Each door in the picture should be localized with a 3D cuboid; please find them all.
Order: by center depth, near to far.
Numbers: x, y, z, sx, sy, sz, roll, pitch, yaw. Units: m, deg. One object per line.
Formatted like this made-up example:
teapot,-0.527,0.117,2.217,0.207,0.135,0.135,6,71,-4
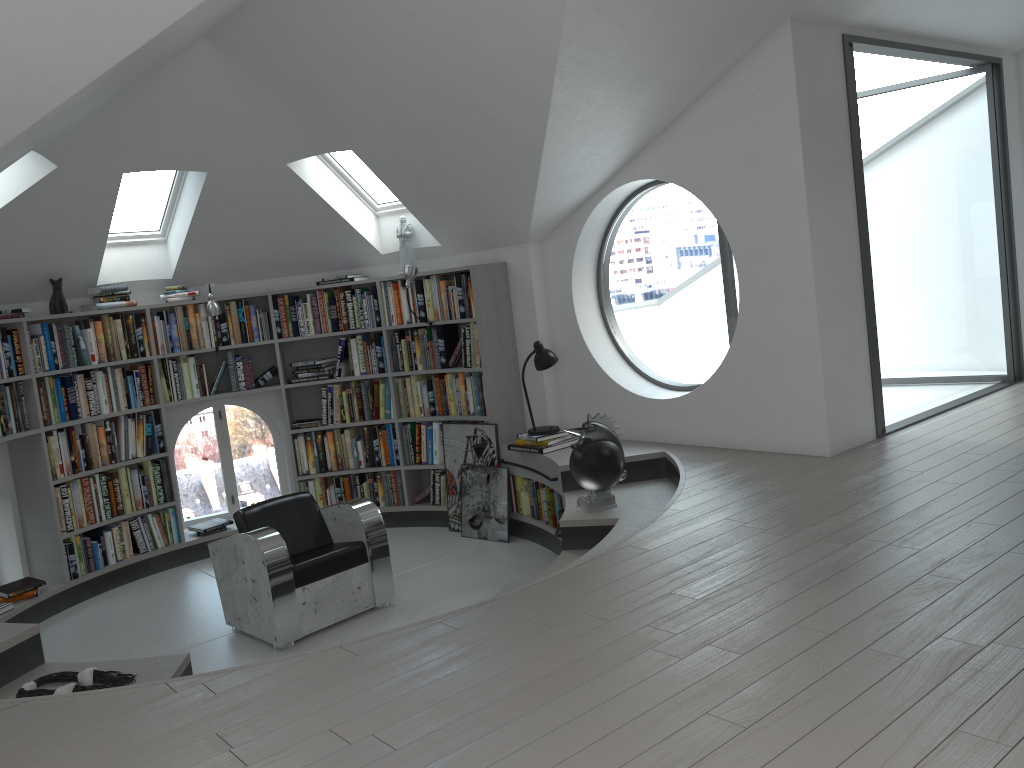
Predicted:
door,1.816,-0.869,5.779,0.080,2.341,1.051,-11,6,-38
door,3.230,-1.169,6.899,1.050,2.341,0.080,-3,6,36

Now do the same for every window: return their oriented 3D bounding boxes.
window,1.144,-0.682,6.118,0.104,1.466,1.470,-11,7,-38
window,-2.462,-1.418,6.199,4.066,0.711,1.932,-12,8,-38
window,-3.131,0.820,6.724,0.616,1.148,3.242,-3,7,37

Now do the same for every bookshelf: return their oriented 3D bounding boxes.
bookshelf,-2.249,0.331,6.347,4.345,1.875,2.108,-12,8,-38

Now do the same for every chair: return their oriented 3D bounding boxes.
chair,-1.303,1.088,5.467,0.825,0.718,0.741,-12,8,-44

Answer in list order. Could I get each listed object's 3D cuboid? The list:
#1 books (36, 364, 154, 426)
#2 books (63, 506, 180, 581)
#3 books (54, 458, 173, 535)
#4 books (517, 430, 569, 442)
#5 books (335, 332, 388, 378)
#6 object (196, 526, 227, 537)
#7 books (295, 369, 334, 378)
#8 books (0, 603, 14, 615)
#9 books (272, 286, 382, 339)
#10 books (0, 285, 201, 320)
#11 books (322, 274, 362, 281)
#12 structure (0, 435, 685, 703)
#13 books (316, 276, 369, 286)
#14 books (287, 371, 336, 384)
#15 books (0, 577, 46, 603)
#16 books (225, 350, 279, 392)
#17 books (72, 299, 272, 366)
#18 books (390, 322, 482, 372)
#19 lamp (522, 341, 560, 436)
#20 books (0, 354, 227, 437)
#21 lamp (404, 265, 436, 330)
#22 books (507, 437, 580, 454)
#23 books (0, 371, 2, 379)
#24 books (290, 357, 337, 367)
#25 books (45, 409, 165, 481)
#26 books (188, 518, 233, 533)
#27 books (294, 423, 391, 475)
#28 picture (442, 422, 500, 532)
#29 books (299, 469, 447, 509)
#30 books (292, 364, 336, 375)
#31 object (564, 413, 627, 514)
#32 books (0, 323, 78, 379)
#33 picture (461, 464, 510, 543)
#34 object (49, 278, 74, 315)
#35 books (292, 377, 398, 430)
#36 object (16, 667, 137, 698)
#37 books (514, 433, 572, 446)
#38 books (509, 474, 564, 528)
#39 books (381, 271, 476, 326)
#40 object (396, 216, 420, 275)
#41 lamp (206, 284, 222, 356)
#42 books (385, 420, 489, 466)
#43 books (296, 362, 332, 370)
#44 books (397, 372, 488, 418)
books,-3.173,0.067,6.638,0.300,0.358,1.032,-3,8,37
books,-3.004,1.181,6.704,0.287,0.305,1.022,-3,8,36
books,-3.041,0.820,6.690,0.292,0.356,1.035,-3,8,36
books,0.221,0.365,6.363,0.270,0.031,0.286,-10,7,-28
books,-1.209,-0.258,7.381,0.553,0.350,0.256,-6,6,8
object,-2.463,1.187,7.256,0.227,0.036,0.214,-9,7,-22
books,-1.655,-0.093,7.459,0.286,0.031,0.270,-7,7,-4
books,-3.488,1.488,5.670,0.387,0.042,0.367,-5,7,18
books,-1.518,-0.610,7.353,0.969,0.366,0.307,-6,6,5
books,-3.280,-0.542,5.998,0.747,0.173,2.824,-4,7,22
books,-1.410,-0.884,7.378,0.247,0.027,0.234,-4,7,24
structure,-1.289,1.106,5.342,4.707,0.691,4.724,-6,7,6
books,-1.407,-0.856,7.380,0.336,0.036,0.317,-5,7,14
books,-1.651,-0.060,7.461,0.388,0.042,0.366,-7,7,1
books,-3.343,1.405,6.012,0.319,0.099,0.291,-12,8,-37
books,-2.132,-0.135,7.316,0.399,0.340,0.224,-9,6,-19
books,-2.684,-0.428,7.012,1.569,0.366,0.394,-11,7,-33
books,-0.533,-0.302,7.055,1.051,0.357,0.280,-2,7,37
lamp,0.211,0.020,6.351,0.323,0.658,0.234,-9,6,-23
books,-3.138,0.101,6.366,0.590,0.370,2.538,-3,8,32
lamp,-0.695,-0.663,6.837,0.112,0.524,0.276,-2,7,42
books,0.229,0.433,6.369,0.366,0.042,0.388,-12,8,-38
books,-3.580,-0.156,5.588,0.269,0.372,0.795,-6,6,5
books,-1.667,-0.186,7.451,0.285,0.031,0.270,-3,8,31
books,-3.094,0.441,6.645,0.297,0.350,1.001,-3,7,35
books,-2.467,1.157,7.253,0.253,0.029,0.269,-1,9,41
books,-1.398,0.529,7.449,0.872,0.350,0.273,-7,6,3
picture,-0.304,0.730,6.838,0.578,0.861,0.091,-2,7,41
books,-1.081,0.865,7.402,1.496,0.310,0.361,-5,6,13
books,-1.659,-0.123,7.456,0.285,0.031,0.270,-6,7,11
object,0.498,0.448,5.215,0.320,0.561,0.321,-5,6,24
books,-3.423,-0.240,6.249,0.264,0.345,0.685,-4,7,28
picture,-0.206,0.897,6.685,0.489,0.554,0.107,-2,7,41
object,-3.294,-0.636,6.447,0.147,0.264,0.202,-12,7,-42
books,-1.360,0.144,7.400,0.973,0.351,0.252,-6,5,4
object,-1.708,1.183,3.466,0.472,0.082,0.219,-5,7,14
books,0.225,0.397,6.366,0.304,0.034,0.287,-1,9,41
books,0.275,0.829,6.318,0.273,0.297,1.148,-9,7,-24
books,-0.587,-0.682,7.030,1.013,0.361,0.294,-3,7,33
object,-0.853,-1.112,7.107,0.179,0.471,0.179,-10,6,-30
lamp,-2.353,-0.495,6.937,0.113,0.565,0.358,-10,6,-32
books,-0.497,0.457,7.149,1.183,0.358,0.305,-3,7,32
books,-1.663,-0.154,7.453,0.226,0.036,0.214,-6,7,11
books,-0.478,0.076,7.089,1.020,0.347,0.276,-2,7,36
